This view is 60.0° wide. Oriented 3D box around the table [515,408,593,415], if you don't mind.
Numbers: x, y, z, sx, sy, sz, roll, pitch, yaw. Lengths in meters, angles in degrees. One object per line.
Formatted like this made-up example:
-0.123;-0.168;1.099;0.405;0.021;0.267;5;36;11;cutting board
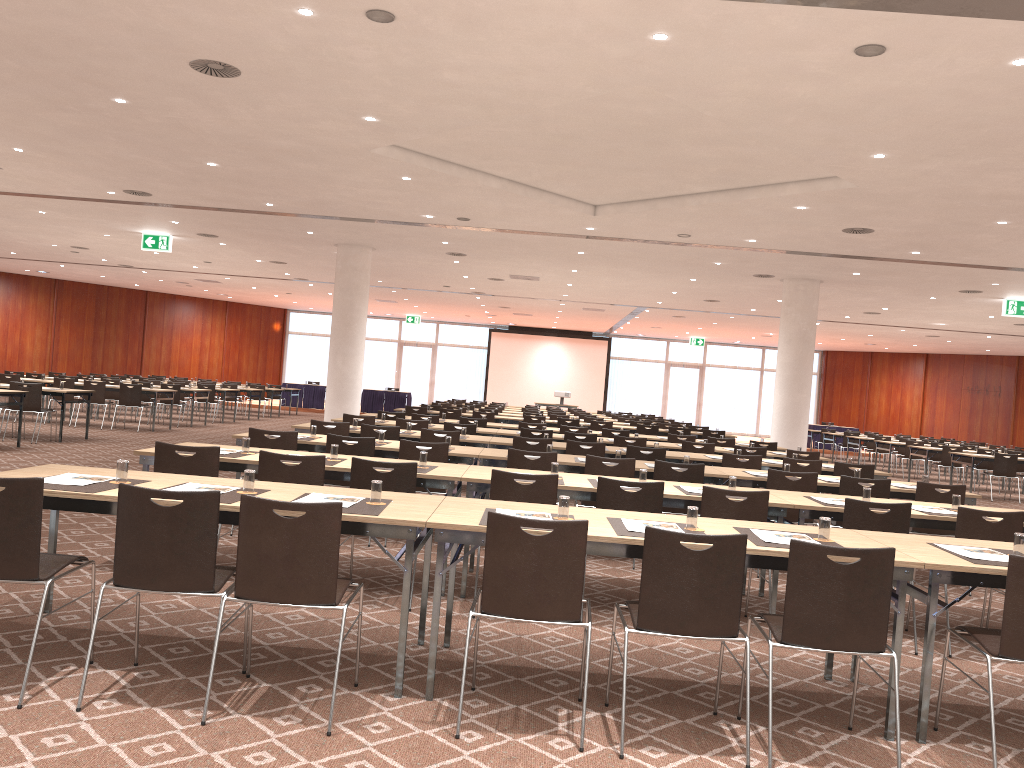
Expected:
1.203;1.214;26.012;2.267;0.833;0.953;5;0;1;table

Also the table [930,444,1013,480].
12.498;2.103;23.761;2.267;0.833;0.953;5;0;1;table

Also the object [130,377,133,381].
-9.530;-0.119;22.200;0.054;0.114;0.054;4;0;-32;object

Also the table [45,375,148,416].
-10.386;0.292;22.268;2.267;0.833;0.953;5;0;1;table

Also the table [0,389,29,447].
-8.339;0.437;12.720;2.267;0.833;0.953;5;0;1;table

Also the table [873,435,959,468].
12.588;2.117;27.760;2.267;0.833;0.953;5;0;1;table

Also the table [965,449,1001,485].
12.452;2.096;21.762;2.267;0.833;0.953;5;0;1;table

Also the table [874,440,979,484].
10.190;1.917;21.812;2.267;0.833;0.953;5;0;1;table

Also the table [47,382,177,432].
-8.214;0.456;18.219;2.267;0.833;0.953;5;0;1;table

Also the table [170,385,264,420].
-8.078;0.478;24.217;2.267;0.833;0.953;5;0;1;table

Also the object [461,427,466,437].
-0.571;0.568;10.499;0.054;0.114;0.054;4;0;-32;object

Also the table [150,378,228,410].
-10.250;0.313;28.266;2.267;0.833;0.953;5;0;1;table

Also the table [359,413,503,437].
-1.320;0.994;14.565;2.267;0.833;0.953;5;0;1;table

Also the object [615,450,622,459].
1.014;0.690;8.462;0.054;0.114;0.054;5;0;35;object

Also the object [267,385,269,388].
-7.186;0.073;26.150;0.054;0.114;0.054;4;0;-10;object

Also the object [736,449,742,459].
2.670;0.824;10.436;0.054;0.114;0.054;4;0;-32;object

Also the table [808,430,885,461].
10.326;1.938;27.810;2.267;0.833;0.953;5;0;1;table

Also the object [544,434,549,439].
0.403;0.645;10.483;0.054;0.114;0.054;4;0;-10;object

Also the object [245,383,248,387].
-7.832;0.022;26.163;0.054;0.114;0.054;4;0;-10;object

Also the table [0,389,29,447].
-8.339;0.437;12.720;2.267;0.833;0.953;5;0;1;table

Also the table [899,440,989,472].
12.543;2.110;25.761;2.267;0.833;0.953;5;0;1;table

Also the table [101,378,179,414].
-10.340;0.299;24.267;2.267;0.833;0.953;5;0;1;table

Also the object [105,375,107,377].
-10.180;-0.170;22.220;0.054;0.114;0.054;4;0;-32;object

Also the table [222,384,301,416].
-7.987;0.492;28.216;2.267;0.833;0.953;5;0;1;table

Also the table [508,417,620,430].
1.022;1.186;18.014;2.267;0.833;0.953;5;0;1;table

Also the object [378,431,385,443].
-1.253;0.511;8.517;0.054;0.114;0.054;4;0;-32;object

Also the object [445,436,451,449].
-0.612;0.561;8.500;0.054;0.114;0.054;4;0;-32;object

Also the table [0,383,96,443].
-8.294;0.444;14.720;2.267;0.833;0.953;5;0;1;table

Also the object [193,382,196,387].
-7.932;0.007;22.159;0.054;0.114;0.054;4;0;-10;object

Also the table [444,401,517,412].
-1.013;1.043;28.061;2.267;0.833;0.953;5;0;1;table

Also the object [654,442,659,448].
1.700;0.747;10.444;0.054;0.114;0.054;5;0;35;object

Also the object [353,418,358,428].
-1.863;0.466;10.536;0.054;0.114;0.054;4;0;-10;object

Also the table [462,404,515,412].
-1.059;1.036;26.062;2.267;0.833;0.953;5;0;1;table

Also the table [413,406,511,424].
-1.195;1.014;20.064;2.267;0.833;0.953;5;0;1;table

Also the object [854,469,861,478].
3.275;0.868;8.416;0.054;0.114;0.054;4;0;-32;object

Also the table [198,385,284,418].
-8.033;0.485;26.216;2.267;0.833;0.953;5;0;1;table

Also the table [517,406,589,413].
1.249;1.221;28.011;2.267;0.833;0.953;5;0;1;table

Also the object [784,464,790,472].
2.614;0.816;8.435;0.054;0.114;0.054;5;0;13;object

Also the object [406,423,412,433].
-1.221;0.517;10.521;0.054;0.114;0.054;4;0;-10;object

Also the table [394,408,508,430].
-1.240;1.007;18.064;2.267;0.833;0.953;5;0;1;table

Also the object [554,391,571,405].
1.761;0.491;31.127;0.576;0.472;0.614;5;0;1;object

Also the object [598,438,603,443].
1.046;0.696;10.462;0.054;0.114;0.054;4;0;-10;object

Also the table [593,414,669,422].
3.466;1.393;25.962;2.267;0.833;0.953;5;0;1;table

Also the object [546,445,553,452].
0.357;0.638;8.470;0.054;0.114;0.054;5;0;35;object

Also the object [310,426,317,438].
-1.911;0.459;8.539;0.054;0.114;0.054;5;0;35;object

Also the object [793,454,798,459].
3.321;0.875;10.407;0.054;0.114;0.054;4;0;-32;object

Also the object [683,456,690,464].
1.660;0.741;8.443;0.054;0.114;0.054;5;0;35;object

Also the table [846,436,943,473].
10.235;1.924;23.811;2.267;0.833;0.953;5;0;1;table

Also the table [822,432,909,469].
10.281;1.931;25.811;2.267;0.833;0.953;5;0;1;table

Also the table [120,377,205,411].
-10.295;0.306;26.267;2.267;0.833;0.953;5;0;1;table

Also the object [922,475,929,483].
3.916;0.919;8.410;0.054;0.114;0.054;4;0;-32;object

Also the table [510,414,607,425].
1.067;1.193;20.013;2.267;0.833;0.953;5;0;1;table

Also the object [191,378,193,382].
-9.451;-0.106;26.206;0.054;0.114;0.054;4;0;-32;object

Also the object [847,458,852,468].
3.961;0.926;10.404;0.054;0.114;0.054;4;0;-10;object

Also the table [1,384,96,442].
-8.294;0.444;14.720;2.267;0.833;0.953;5;0;1;table

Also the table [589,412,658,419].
3.511;1.400;27.961;2.267;0.833;0.953;5;0;1;table

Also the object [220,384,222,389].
-7.267;0.060;22.149;0.054;0.114;0.054;4;0;-10;object
